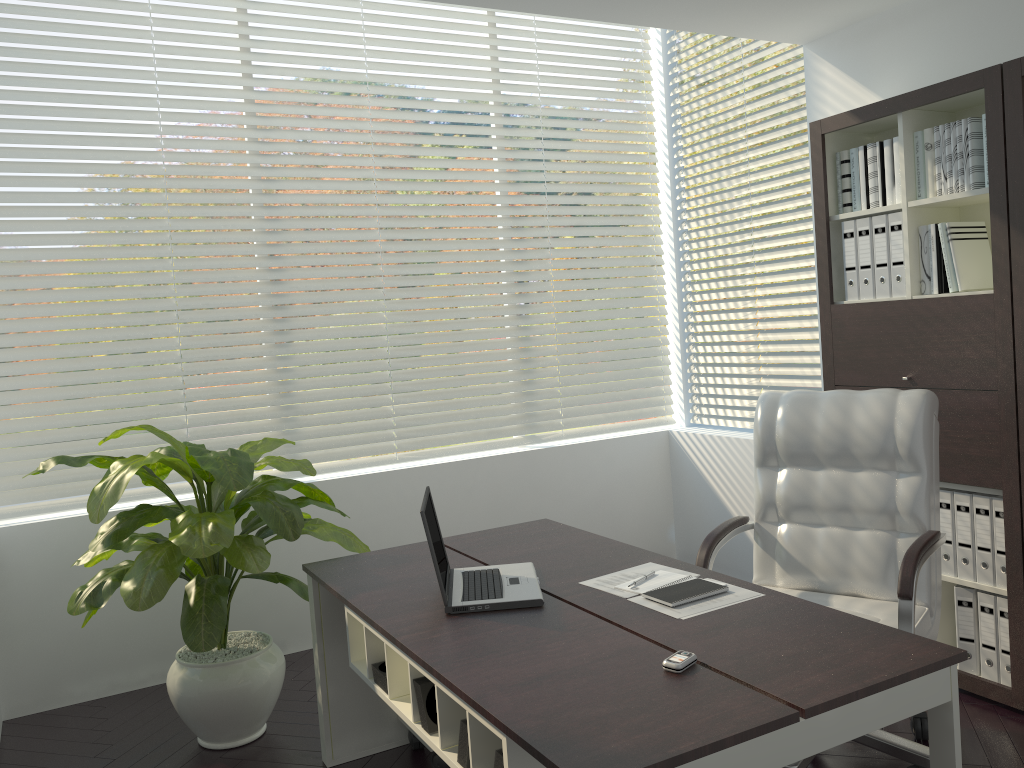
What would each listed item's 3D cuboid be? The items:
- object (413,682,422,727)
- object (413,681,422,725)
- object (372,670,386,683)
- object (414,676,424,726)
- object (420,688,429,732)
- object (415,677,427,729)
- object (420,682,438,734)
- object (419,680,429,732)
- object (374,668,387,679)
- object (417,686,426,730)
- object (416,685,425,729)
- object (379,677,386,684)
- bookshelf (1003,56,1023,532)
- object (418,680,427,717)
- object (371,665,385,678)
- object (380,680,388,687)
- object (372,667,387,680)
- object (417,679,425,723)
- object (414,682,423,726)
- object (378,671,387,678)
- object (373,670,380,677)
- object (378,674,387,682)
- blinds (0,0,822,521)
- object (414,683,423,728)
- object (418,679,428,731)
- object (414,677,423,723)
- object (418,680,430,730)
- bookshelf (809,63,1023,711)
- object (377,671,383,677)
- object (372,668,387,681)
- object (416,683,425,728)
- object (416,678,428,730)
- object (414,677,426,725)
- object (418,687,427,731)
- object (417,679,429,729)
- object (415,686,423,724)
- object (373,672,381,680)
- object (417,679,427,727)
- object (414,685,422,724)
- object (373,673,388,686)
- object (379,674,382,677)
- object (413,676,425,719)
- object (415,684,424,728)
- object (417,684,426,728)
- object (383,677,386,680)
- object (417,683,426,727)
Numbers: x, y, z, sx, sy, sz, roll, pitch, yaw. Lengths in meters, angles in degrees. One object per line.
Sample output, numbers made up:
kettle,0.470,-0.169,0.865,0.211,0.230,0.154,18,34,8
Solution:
object,-0.184,0.811,2.302,0.133,0.113,0.040,-6,3,-28
object,-0.183,0.811,2.300,0.133,0.113,0.040,-6,3,-28
object,-0.322,0.831,2.568,0.133,0.002,0.119,-6,4,-28
object,-0.184,0.811,2.301,0.133,0.113,0.039,-6,3,-28
object,-0.162,0.812,2.259,0.133,0.113,0.040,-6,3,-28
object,-0.179,0.811,2.291,0.133,0.113,0.039,-6,3,-28
object,-0.161,0.812,2.259,0.133,0.113,0.039,-6,3,-28
object,-0.169,0.812,2.273,0.133,0.113,0.039,-6,3,-28
object,-0.325,0.820,2.571,0.133,0.002,0.119,-6,4,-28
object,-0.171,0.812,2.277,0.133,0.113,0.040,-6,3,-28
object,-0.174,0.812,2.283,0.133,0.113,0.040,-6,3,-28
object,-0.322,0.833,2.567,0.133,0.002,0.119,-6,4,-28
bookshelf,2.025,0.028,2.676,0.362,2.187,0.827,-6,3,-28
object,-0.170,0.812,2.275,0.133,0.113,0.039,-6,3,-28
object,-0.325,0.817,2.571,0.133,0.002,0.119,-6,4,-28
object,-0.320,0.839,2.566,0.133,0.002,0.119,-6,4,-28
object,-0.324,0.822,2.570,0.133,0.002,0.119,-6,4,-28
object,-0.174,0.811,2.283,0.133,0.113,0.039,-6,3,-28
object,-0.180,0.811,2.294,0.133,0.113,0.040,-6,3,-28
object,-0.325,0.817,2.571,0.133,0.002,0.119,-6,4,-28
object,-0.323,0.828,2.569,0.133,0.002,0.119,-6,4,-28
object,-0.323,0.826,2.569,0.133,0.002,0.119,-6,4,-28
blinds,-0.542,-1.731,4.454,3.918,4.262,1.220,-5,3,-9
object,-0.181,0.811,2.296,0.133,0.113,0.040,-6,3,-28
object,-0.172,0.811,2.279,0.133,0.113,0.039,-6,3,-28
object,-0.182,0.811,2.297,0.133,0.113,0.039,-6,3,-28
object,-0.168,0.812,2.271,0.133,0.113,0.039,-6,3,-28
bookshelf,1.636,0.009,3.414,0.362,2.187,0.827,-6,3,-28
object,-0.325,0.820,2.571,0.133,0.002,0.119,-6,4,-28
object,-0.324,0.824,2.570,0.133,0.002,0.119,-6,4,-28
object,-0.173,0.812,2.281,0.133,0.113,0.040,-6,3,-28
object,-0.175,0.811,2.285,0.133,0.113,0.039,-6,3,-28
object,-0.180,0.811,2.293,0.133,0.113,0.039,-6,3,-28
object,-0.168,0.812,2.271,0.133,0.113,0.040,-6,3,-28
object,-0.171,0.812,2.277,0.133,0.113,0.039,-6,3,-28
object,-0.179,0.811,2.291,0.133,0.113,0.040,-6,3,-28
object,-0.321,0.835,2.567,0.133,0.002,0.119,-6,4,-28
object,-0.173,0.811,2.281,0.133,0.113,0.039,-6,3,-28
object,-0.182,0.811,2.298,0.133,0.113,0.040,-6,3,-28
object,-0.321,0.837,2.566,0.133,0.002,0.119,-6,4,-28
object,-0.324,0.824,2.570,0.133,0.002,0.119,-6,4,-28
object,-0.183,0.811,2.299,0.133,0.113,0.039,-6,3,-28
object,-0.178,0.811,2.289,0.133,0.113,0.040,-6,3,-28
object,-0.170,0.812,2.275,0.133,0.113,0.040,-6,3,-28
object,-0.324,0.822,2.570,0.133,0.002,0.119,-6,4,-28
object,-0.169,0.812,2.273,0.133,0.113,0.040,-6,3,-28
